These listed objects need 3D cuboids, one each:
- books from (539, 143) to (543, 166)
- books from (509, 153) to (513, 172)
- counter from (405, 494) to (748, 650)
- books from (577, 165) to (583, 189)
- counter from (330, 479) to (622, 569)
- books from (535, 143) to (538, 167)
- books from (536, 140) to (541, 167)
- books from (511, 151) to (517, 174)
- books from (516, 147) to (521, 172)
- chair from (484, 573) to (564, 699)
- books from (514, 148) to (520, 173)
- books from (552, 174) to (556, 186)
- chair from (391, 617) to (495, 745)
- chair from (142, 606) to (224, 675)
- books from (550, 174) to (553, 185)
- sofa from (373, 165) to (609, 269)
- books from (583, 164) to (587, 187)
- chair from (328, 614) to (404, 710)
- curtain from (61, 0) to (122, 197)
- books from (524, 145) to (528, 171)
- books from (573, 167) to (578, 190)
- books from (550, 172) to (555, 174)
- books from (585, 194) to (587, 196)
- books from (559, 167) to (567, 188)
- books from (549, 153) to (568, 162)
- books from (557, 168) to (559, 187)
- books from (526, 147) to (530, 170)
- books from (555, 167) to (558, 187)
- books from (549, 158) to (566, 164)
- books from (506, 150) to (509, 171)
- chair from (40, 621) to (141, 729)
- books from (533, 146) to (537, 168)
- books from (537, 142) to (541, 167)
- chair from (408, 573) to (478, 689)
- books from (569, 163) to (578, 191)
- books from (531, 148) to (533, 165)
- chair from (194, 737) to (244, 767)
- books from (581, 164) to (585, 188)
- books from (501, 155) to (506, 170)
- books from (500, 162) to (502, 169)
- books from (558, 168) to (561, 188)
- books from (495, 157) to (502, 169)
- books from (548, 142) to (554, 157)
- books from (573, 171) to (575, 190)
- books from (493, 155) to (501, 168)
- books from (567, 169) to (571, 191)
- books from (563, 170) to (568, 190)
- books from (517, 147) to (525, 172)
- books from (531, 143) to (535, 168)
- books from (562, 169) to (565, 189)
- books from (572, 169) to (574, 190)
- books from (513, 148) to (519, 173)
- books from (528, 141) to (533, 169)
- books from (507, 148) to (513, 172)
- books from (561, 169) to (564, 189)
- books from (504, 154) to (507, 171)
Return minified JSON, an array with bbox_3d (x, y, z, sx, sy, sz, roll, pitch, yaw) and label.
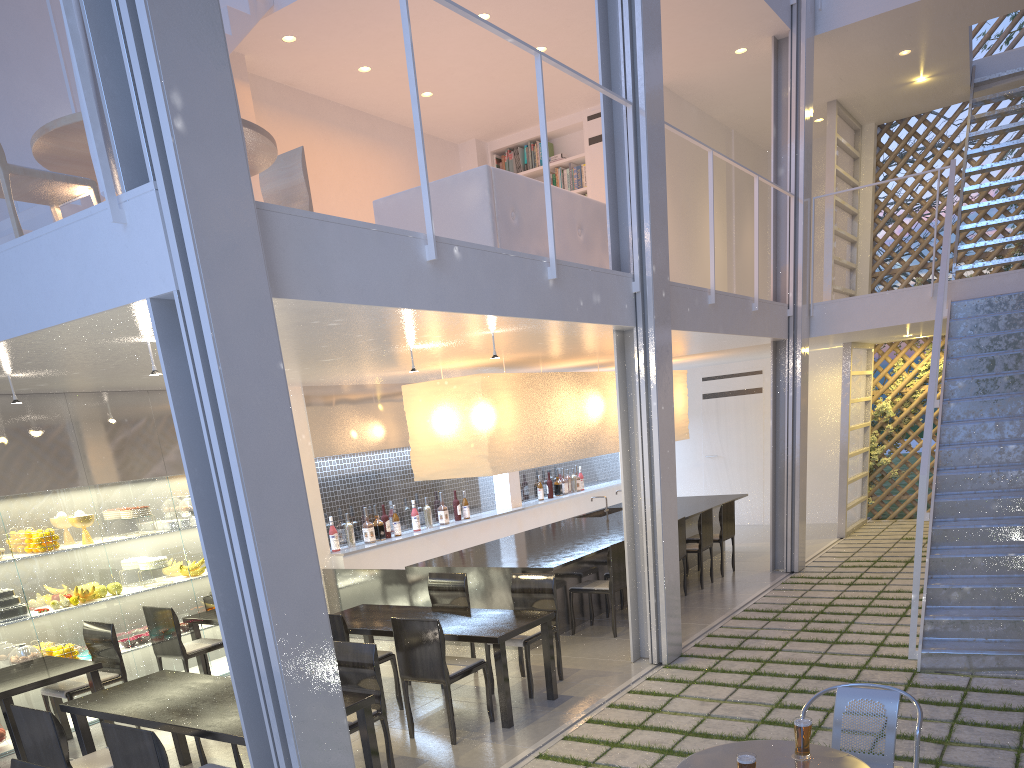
[{"bbox_3d":[0.194,-1.340,4.846,0.015,0.133,0.086,7,16,35],"label":"books"},{"bbox_3d":[0.020,-1.315,4.960,0.020,0.132,0.086,7,16,35],"label":"books"},{"bbox_3d":[0.539,0.991,4.702,0.815,0.398,2.386,-5,-1,35],"label":"counter"},{"bbox_3d":[-0.730,-0.326,3.871,3.434,1.765,0.043,-7,14,-43],"label":"books"},{"bbox_3d":[0.061,1.071,5.724,0.229,0.466,3.445,4,4,35],"label":"counter"},{"bbox_3d":[0.168,-1.339,4.860,0.005,0.138,0.089,7,16,35],"label":"books"},{"bbox_3d":[0.175,-1.348,4.855,0.009,0.156,0.084,7,17,35],"label":"books"},{"bbox_3d":[0.031,-1.319,4.949,0.007,0.138,0.089,7,16,35],"label":"books"},{"bbox_3d":[0.061,-1.331,4.933,0.024,0.155,0.078,6,17,35],"label":"books"},{"bbox_3d":[0.036,0.942,3.084,0.189,0.470,0.221,4,16,33],"label":"chair"},{"bbox_3d":[0.054,-1.330,4.938,0.024,0.155,0.078,6,17,35],"label":"books"},{"bbox_3d":[-0.798,-0.296,3.934,0.029,1.798,3.376,11,13,43],"label":"books"},{"bbox_3d":[-0.220,0.951,2.721,0.189,0.470,0.221,4,16,33],"label":"chair"},{"bbox_3d":[-1.322,1.104,3.419,0.189,0.470,0.221,4,16,33],"label":"chair"},{"bbox_3d":[-0.821,-0.311,3.894,0.119,1.769,3.449,11,13,43],"label":"books"},{"bbox_3d":[-0.003,-0.494,3.197,0.499,0.393,0.932,-2,2,35],"label":"sofa"},{"bbox_3d":[-0.714,-0.324,3.851,3.459,1.775,0.037,-7,14,-42],"label":"books"},{"bbox_3d":[-0.561,0.999,2.944,0.189,0.470,0.221,4,16,33],"label":"chair"},{"bbox_3d":[-0.941,-1.592,1.260,0.510,2.594,0.089,3,19,27],"label":"curtain"},{"bbox_3d":[0.103,-1.337,4.909,0.026,0.153,0.073,6,18,34],"label":"books"},{"bbox_3d":[-0.754,-0.318,3.867,3.464,1.776,0.036,-7,14,-43],"label":"books"},{"bbox_3d":[0.245,-1.174,4.886,0.015,0.152,0.073,7,18,35],"label":"books"},{"bbox_3d":[0.461,-1.024,4.803,0.019,0.156,0.078,7,18,35],"label":"books"},{"bbox_3d":[-0.768,-0.312,3.914,0.022,1.825,3.375,12,13,44],"label":"books"},{"bbox_3d":[0.273,-1.321,4.812,0.094,0.022,0.060,-7,-1,39],"label":"books"},{"bbox_3d":[-0.771,-0.311,3.916,0.022,1.824,3.368,11,13,43],"label":"books"},{"bbox_3d":[0.118,-1.330,4.897,0.015,0.135,0.083,7,16,35],"label":"books"},{"bbox_3d":[0.285,-1.185,4.856,0.011,0.164,0.077,7,18,35],"label":"books"},{"bbox_3d":[0.275,-1.298,4.824,0.094,0.022,0.060,-7,-1,34],"label":"books"},{"bbox_3d":[-0.005,-1.323,4.975,0.011,0.155,0.080,7,17,35],"label":"books"},{"bbox_3d":[-1.585,1.114,3.046,0.189,0.470,0.221,4,16,33],"label":"chair"},{"bbox_3d":[0.161,-1.333,4.872,0.018,0.130,0.079,7,16,35],"label":"books"},{"bbox_3d":[0.182,-1.344,4.849,0.008,0.144,0.089,7,16,35],"label":"books"},{"bbox_3d":[-0.305,0.990,3.307,0.189,0.470,0.221,4,16,33],"label":"chair"},{"bbox_3d":[-0.765,-0.317,3.894,3.425,1.834,0.029,-7,14,-43],"label":"books"},{"bbox_3d":[0.142,-1.330,4.886,0.006,0.129,0.075,7,17,35],"label":"books"},{"bbox_3d":[-0.843,1.009,2.545,0.189,0.470,0.221,4,16,33],"label":"chair"},{"bbox_3d":[-0.731,-0.311,3.865,3.460,1.803,0.035,-7,14,-42],"label":"books"},{"bbox_3d":[-0.031,-1.311,5.004,0.020,0.140,0.065,6,18,35],"label":"books"},{"bbox_3d":[-0.046,-1.292,5.024,0.020,0.106,0.058,6,17,34],"label":"books"},{"bbox_3d":[-0.778,-0.308,3.920,0.023,1.820,3.377,12,13,44],"label":"books"},{"bbox_3d":[-0.068,-1.303,5.015,0.006,0.132,0.089,7,16,35],"label":"books"},{"bbox_3d":[0.226,-1.346,4.835,0.006,0.138,0.067,7,18,35],"label":"books"},{"bbox_3d":[-0.754,-0.306,3.896,3.402,1.809,0.023,-7,14,-43],"label":"books"},{"bbox_3d":[-0.076,-1.311,5.020,0.015,0.152,0.082,7,17,35],"label":"books"},{"bbox_3d":[-0.758,-0.338,3.876,3.423,1.737,0.028,-7,14,-44],"label":"books"},{"bbox_3d":[-0.760,-0.318,3.874,0.033,1.770,3.432,12,13,44],"label":"books"},{"bbox_3d":[0.069,-1.332,4.928,0.024,0.155,0.078,6,17,35],"label":"books"},{"bbox_3d":[0.147,-1.342,4.875,0.010,0.151,0.083,7,17,35],"label":"books"},{"bbox_3d":[-0.782,-0.302,3.915,3.404,1.808,0.024,-7,14,-44],"label":"books"},{"bbox_3d":[0.377,-1.181,4.803,0.006,0.129,0.075,7,17,35],"label":"books"},{"bbox_3d":[0.046,-1.329,4.943,0.024,0.155,0.078,6,17,35],"label":"books"},{"bbox_3d":[0.130,-1.345,4.885,0.015,0.164,0.081,7,18,35],"label":"books"},{"bbox_3d":[0.006,-1.328,4.968,0.011,0.164,0.077,7,18,35],"label":"books"},{"bbox_3d":[0.318,-1.181,4.831,0.008,0.144,0.089,7,16,35],"label":"books"},{"bbox_3d":[-0.013,-1.313,4.992,0.020,0.140,0.065,6,18,35],"label":"books"}]
